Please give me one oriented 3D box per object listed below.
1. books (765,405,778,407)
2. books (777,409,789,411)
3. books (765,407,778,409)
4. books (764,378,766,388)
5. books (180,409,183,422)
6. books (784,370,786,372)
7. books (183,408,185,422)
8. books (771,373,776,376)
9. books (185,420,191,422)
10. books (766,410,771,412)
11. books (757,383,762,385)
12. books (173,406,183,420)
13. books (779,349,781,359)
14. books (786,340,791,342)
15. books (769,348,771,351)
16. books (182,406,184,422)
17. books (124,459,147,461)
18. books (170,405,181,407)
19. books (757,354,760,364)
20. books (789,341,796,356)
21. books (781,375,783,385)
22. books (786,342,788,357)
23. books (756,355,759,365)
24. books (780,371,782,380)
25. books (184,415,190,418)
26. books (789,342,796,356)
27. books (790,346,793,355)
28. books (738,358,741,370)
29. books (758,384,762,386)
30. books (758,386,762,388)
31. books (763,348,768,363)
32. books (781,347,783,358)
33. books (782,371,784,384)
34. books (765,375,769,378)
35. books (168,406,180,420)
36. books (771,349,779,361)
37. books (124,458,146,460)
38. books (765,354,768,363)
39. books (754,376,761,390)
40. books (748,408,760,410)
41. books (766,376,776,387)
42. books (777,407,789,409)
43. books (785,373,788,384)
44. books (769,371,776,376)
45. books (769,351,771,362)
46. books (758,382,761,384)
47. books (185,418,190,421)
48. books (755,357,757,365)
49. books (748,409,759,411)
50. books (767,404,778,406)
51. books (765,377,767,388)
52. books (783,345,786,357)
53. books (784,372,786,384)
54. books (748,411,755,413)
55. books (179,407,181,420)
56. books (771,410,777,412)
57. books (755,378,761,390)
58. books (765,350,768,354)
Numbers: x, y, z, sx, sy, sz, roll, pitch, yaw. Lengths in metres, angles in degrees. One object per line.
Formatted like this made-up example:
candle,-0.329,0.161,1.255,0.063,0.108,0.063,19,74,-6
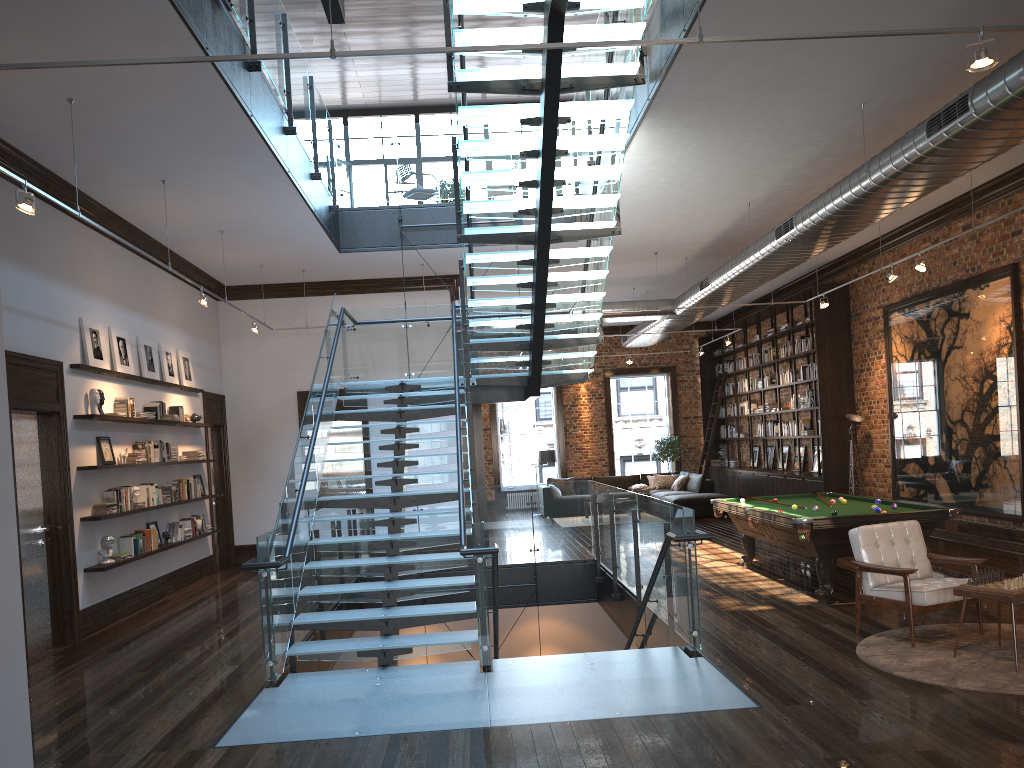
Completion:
books,5.379,0.453,18.277,0.282,0.010,0.169,-3,-4,-4
books,5.400,0.521,17.668,0.159,0.009,0.285,-3,-4,0
books,5.381,0.491,18.278,0.292,0.008,0.159,-3,-4,0
books,5.364,-0.020,18.506,0.183,0.219,0.033,-3,1,-3
books,-4.354,0.412,11.484,0.162,0.165,0.013,-3,1,-3
books,5.425,-0.135,17.425,0.138,0.296,0.024,-3,1,-3
books,-4.366,0.411,11.595,0.159,0.183,0.014,-3,1,-3
books,5.396,-0.082,18.207,0.133,0.300,0.012,-3,1,-3
books,-4.372,0.501,11.774,0.143,0.028,0.235,-3,-4,-3
books,5.385,0.547,18.274,0.244,0.025,0.161,-3,-4,-4
books,5.350,-0.007,18.860,0.161,0.025,0.298,-3,-4,-6
books,-4.361,0.394,11.529,0.161,0.208,0.012,-3,1,-3
books,5.370,-0.587,17.505,0.183,0.207,0.053,-3,1,-3
books,5.392,-0.677,17.123,0.183,0.330,0.008,-3,1,-3
books,5.348,-0.594,18.092,0.181,0.298,0.009,-3,1,-3
books,-4.369,0.396,11.580,0.155,0.211,0.015,-3,1,-3
books,-4.258,0.862,10.027,0.141,0.011,0.288,-3,-4,2
books,-4.376,0.392,11.548,0.141,0.217,0.006,-3,1,-3
books,5.314,-0.512,18.896,0.143,0.251,0.078,-3,1,-3
books,5.399,-0.671,16.976,0.188,0.297,0.014,-3,1,-3
books,5.399,-0.084,17.504,0.181,0.208,0.030,-3,1,-3
books,5.377,-0.662,17.110,0.183,0.300,0.018,-3,1,-3
books,5.310,-0.509,18.931,0.168,0.248,0.072,-3,1,-3
books,5.403,-0.117,17.582,0.159,0.285,0.014,-3,1,-3
books,-4.378,0.434,11.761,0.143,0.028,0.219,-4,-4,2
books,5.393,-0.662,16.963,0.180,0.279,0.009,-3,1,-3
books,5.403,-0.630,16.911,0.188,0.208,0.051,-3,1,-3
books,5.240,-0.446,20.194,0.163,0.297,0.029,-3,1,-3
books,5.349,0.018,18.861,0.159,0.024,0.335,-3,-4,1
books,5.356,0.059,18.863,0.161,0.012,0.298,-3,-4,-5
books,5.322,-0.580,18.486,0.186,0.329,0.069,-3,1,-3
books,5.375,-0.606,17.424,0.174,0.230,0.014,-3,1,-3
books,5.409,-0.118,17.454,0.166,0.269,0.011,-3,1,-3
books,5.365,-0.050,18.442,0.184,0.270,0.026,-3,1,-3
books,-4.362,0.393,11.459,0.135,0.200,0.011,-3,1,-3
books,5.348,-0.582,17.943,0.190,0.255,0.061,-3,1,-3
books,-4.263,0.852,10.026,0.142,0.011,0.256,-3,-4,0
books,5.321,-0.529,18.309,0.193,0.202,0.027,-3,1,-3
books,5.324,-0.012,19.217,0.175,0.303,0.067,-3,1,-3
books,5.327,0.543,19.409,0.198,0.017,0.355,-3,-4,-3
books,5.359,-0.050,18.158,0.272,0.241,0.083,-3,1,-3
books,5.400,0.477,17.667,0.161,0.009,0.254,-3,-4,-1
books,5.410,-0.103,17.237,0.180,0.209,0.024,-3,1,-3
books,5.377,-0.098,18.219,0.155,0.335,0.014,-3,1,-3
books,5.332,-0.565,18.066,0.191,0.240,0.008,-3,1,-3
books,5.353,-0.032,18.860,0.159,0.024,0.333,-3,-4,-1
books,-4.370,0.472,11.768,0.154,0.028,0.191,-3,-4,-8
books,5.307,-0.477,19.016,0.166,0.195,0.030,-3,1,-3
books,5.321,0.561,19.409,0.198,0.017,0.354,-3,-4,-1
books,5.378,0.439,18.285,0.196,0.019,0.173,-4,-4,2
books,5.359,-0.028,18.416,0.190,0.223,0.027,-3,1,-3
books,5.373,-0.631,17.262,0.184,0.258,0.032,-3,1,-3
books,5.412,-0.109,17.383,0.160,0.242,0.031,-3,1,-3
books,5.324,0.609,19.412,0.198,0.008,0.355,-3,-4,-5
books,-4.359,0.397,11.471,0.142,0.193,0.013,-3,1,-3
books,5.402,0.543,18.031,0.204,0.035,0.267,-3,-4,-2
books,5.322,0.004,19.047,0.191,0.249,0.024,-3,1,-3
books,5.324,-0.562,18.342,0.180,0.271,0.011,-3,1,-3
